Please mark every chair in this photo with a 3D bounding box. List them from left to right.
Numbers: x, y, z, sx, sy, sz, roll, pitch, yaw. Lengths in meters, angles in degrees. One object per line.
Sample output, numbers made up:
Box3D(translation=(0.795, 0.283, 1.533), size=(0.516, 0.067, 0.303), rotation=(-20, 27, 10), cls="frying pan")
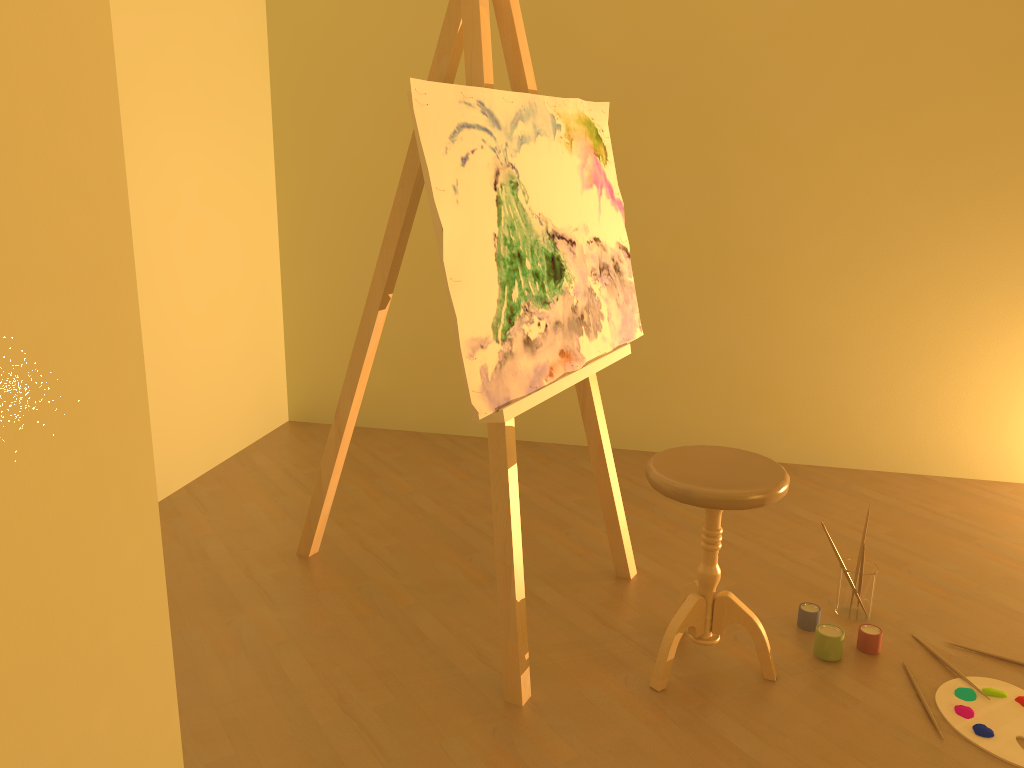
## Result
Box3D(translation=(0.509, 0.470, 2.259), size=(0.364, 0.551, 0.348), rotation=(7, 16, 23), cls="chair")

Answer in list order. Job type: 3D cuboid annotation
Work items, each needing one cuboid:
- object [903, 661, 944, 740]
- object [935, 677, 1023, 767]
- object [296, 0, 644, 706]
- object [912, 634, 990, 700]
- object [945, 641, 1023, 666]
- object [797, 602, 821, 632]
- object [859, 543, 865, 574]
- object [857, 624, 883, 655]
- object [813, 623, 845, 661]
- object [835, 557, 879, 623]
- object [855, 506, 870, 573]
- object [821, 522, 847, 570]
Box3D(translation=(1.013, 0.774, 2.192), size=(0.010, 0.010, 0.325), rotation=(3, 15, 7), cls="object")
Box3D(translation=(1.180, 0.799, 2.101), size=(0.288, 0.014, 0.366), rotation=(-3, 16, -15), cls="object")
Box3D(translation=(-0.115, -0.190, 2.322), size=(1.132, 1.896, 0.972), rotation=(0, 15, -5), cls="object")
Box3D(translation=(1.145, 0.737, 2.329), size=(0.010, 0.015, 0.325), rotation=(-2, 15, -9), cls="object")
Box3D(translation=(1.328, 0.734, 2.357), size=(0.325, 0.010, 0.010), rotation=(10, 18, 31), cls="object")
Box3D(translation=(0.841, 0.660, 2.513), size=(0.060, 0.060, 0.060), rotation=(0, 15, -3), cls="object")
Box3D(translation=(0.990, 0.546, 2.514), size=(0.010, 0.278, 0.172), rotation=(8, 16, 24), cls="object")
Box3D(translation=(0.968, 0.691, 2.402), size=(0.060, 0.060, 0.060), rotation=(-1, 15, -5), cls="object")
Box3D(translation=(0.847, 0.690, 2.371), size=(0.073, 0.073, 0.073), rotation=(5, 16, 16), cls="object")
Box3D(translation=(0.994, 0.597, 2.566), size=(0.106, 0.157, 0.106), rotation=(-3, 16, -15), cls="object")
Box3D(translation=(1.015, 0.507, 2.587), size=(0.010, 0.319, 0.069), rotation=(13, 19, 38), cls="object")
Box3D(translation=(0.956, 0.533, 2.549), size=(0.159, 0.286, 0.010), rotation=(3, 15, 7), cls="object")
